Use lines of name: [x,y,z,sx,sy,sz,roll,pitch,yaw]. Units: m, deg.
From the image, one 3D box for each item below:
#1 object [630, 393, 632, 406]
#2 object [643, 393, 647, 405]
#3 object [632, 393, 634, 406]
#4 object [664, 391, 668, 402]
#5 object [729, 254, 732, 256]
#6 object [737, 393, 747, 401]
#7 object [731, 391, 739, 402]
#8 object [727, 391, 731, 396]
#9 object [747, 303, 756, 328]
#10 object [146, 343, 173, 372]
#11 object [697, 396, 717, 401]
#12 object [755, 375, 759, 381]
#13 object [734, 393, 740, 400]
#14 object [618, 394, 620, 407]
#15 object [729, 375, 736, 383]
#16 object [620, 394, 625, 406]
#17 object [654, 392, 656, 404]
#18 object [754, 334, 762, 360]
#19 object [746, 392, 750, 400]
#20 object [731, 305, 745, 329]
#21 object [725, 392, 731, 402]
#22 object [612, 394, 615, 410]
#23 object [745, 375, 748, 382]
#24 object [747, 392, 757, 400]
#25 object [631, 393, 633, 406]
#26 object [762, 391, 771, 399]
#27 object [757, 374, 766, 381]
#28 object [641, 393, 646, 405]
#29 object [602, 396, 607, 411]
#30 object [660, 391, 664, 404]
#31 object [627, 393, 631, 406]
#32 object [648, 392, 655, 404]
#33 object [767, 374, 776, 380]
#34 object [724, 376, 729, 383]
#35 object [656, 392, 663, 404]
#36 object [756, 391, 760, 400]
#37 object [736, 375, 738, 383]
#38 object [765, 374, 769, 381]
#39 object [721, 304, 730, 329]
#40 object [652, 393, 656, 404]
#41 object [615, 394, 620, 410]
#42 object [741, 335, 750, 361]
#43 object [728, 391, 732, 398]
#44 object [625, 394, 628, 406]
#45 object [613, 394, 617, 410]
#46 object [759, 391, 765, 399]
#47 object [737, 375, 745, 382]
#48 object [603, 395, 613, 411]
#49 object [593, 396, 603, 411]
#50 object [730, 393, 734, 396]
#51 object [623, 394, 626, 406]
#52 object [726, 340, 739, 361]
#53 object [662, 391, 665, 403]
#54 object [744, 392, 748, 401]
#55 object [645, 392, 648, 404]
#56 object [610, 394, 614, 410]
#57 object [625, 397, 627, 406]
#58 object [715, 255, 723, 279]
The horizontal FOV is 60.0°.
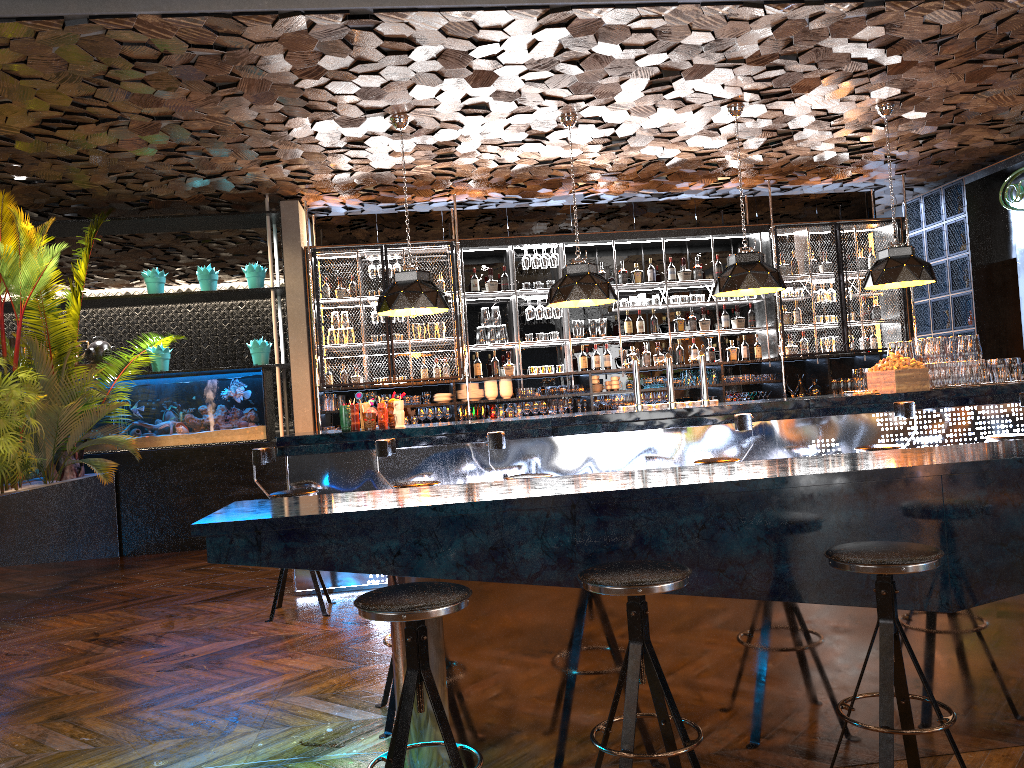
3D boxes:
object: [1.340,0.221,9.958,0.049,0.231,0.049,-4,-1,-3]
object: [1.473,0.212,9.921,0.091,0.229,0.091,-4,-1,15]
object: [1.358,0.217,9.835,0.049,0.231,0.049,-4,-1,-2]
object: [1.732,0.193,9.832,0.091,0.229,0.091,-3,-1,-34]
object: [2.516,-1.337,10.164,0.086,0.298,0.086,-5,-1,43]
object: [2.580,0.176,9.932,0.106,0.148,0.106,-4,-1,12]
object: [2.492,0.170,9.938,0.089,0.174,0.089,-5,-1,44]
object: [2.464,0.175,10.131,0.089,0.174,0.089,-5,-1,44]
object: [2.741,-0.781,10.146,0.086,0.299,0.086,-5,-1,43]
object: [-3.728,-0.274,9.363,0.265,0.325,0.245,-3,-1,-42]
object: [2.125,0.215,9.964,0.356,0.134,0.206,-4,-1,1]
object: [2.797,-0.068,10.066,0.088,0.070,0.098,-4,-1,17]
object: [2.570,0.179,10.048,0.106,0.148,0.106,-4,-1,26]
object: [1.209,0.228,9.958,0.058,0.234,0.058,-3,-1,-29]
object: [2.462,-0.053,9.897,0.084,0.082,0.084,-4,-1,-5]
object: [1.217,0.225,9.773,0.058,0.234,0.058,-4,-1,-3]
object: [1.614,0.205,10.048,0.091,0.229,0.091,-3,-1,-38]
object: [2.810,-0.420,10.140,0.080,0.299,0.080,-4,-1,-4]
object: [2.684,0.171,10.062,0.106,0.148,0.106,-4,-1,22]
object: [2.575,-0.759,10.111,0.123,0.279,0.123,-4,-1,-17]
object: [2.392,0.175,9.867,0.089,0.174,0.089,-5,-1,44]
object: [1.146,0.232,9.915,0.058,0.234,0.058,-3,-1,-31]
object: [2.649,-0.065,10.014,0.084,0.082,0.084,-4,-1,0]
object: [2.696,0.168,9.946,0.106,0.148,0.106,-4,-1,4]
object: [1.356,0.219,9.901,0.049,0.231,0.049,-4,-1,2]
object: [2.863,0.155,9.942,0.107,0.152,0.107,-4,-1,20]
object: [2.806,-0.070,9.969,0.088,0.070,0.098,-5,-1,29]
object: [1.443,0.212,9.799,0.091,0.229,0.091,-4,-1,-20]
object: [1.052,0.241,9.881,0.108,0.227,0.108,-3,-1,-42]
object: [1.663,0.199,9.939,0.091,0.229,0.091,-4,-1,-13]
object: [1.288,0.221,9.762,0.049,0.231,0.049,-4,-1,6]
object: [1.545,0.205,9.815,0.091,0.229,0.091,-5,-1,41]
object: [2.911,-0.079,9.930,0.088,0.070,0.098,-4,-1,4]
object: [2.382,-0.048,9.891,0.084,0.082,0.084,-4,-1,-14]
object: [1.636,0.199,9.823,0.091,0.229,0.091,-4,-1,21]
object: [2.832,0.161,10.186,0.107,0.152,0.107,-4,-1,0]
object: [2.567,-0.059,10.005,0.084,0.082,0.084,-4,-1,21]
object: [2.899,-0.076,10.028,0.098,0.070,0.088,-4,-1,21]
object: [2.432,-0.760,10.117,0.086,0.298,0.086,-5,-1,43]
object: [1.569,0.206,9.931,0.091,0.229,0.091,-4,-1,26]
object: [1.161,0.228,9.758,0.058,0.234,0.058,-5,-1,37]
object: [2.663,-0.410,10.139,0.086,0.298,0.086,-5,-1,43]
object: [2.460,0.174,10.032,0.089,0.174,0.089,-5,-1,44]
object: [1.283,0.222,9.828,0.049,0.231,0.049,-4,-1,3]
object: [1.154,0.230,9.843,0.058,0.234,0.058,-4,-1,17]
object: [2.850,0.158,10.058,0.107,0.152,0.107,-4,-1,8]
object: [2.559,-0.060,9.906,0.084,0.082,0.084,-4,-1,12]
object: [1.061,0.238,9.763,0.108,0.227,0.108,-3,-1,-36]
object: [0.947,0.246,9.750,0.108,0.227,0.108,-4,-1,-15]
object: [2.556,0.182,10.165,0.106,0.148,0.106,-4,-1,13]
object: [1.271,0.226,9.954,0.049,0.231,0.049,-4,-1,-17]
object: [2.514,-0.375,10.107,0.151,0.248,0.094,-4,-1,3]
object: [1.713,0.198,10.062,0.091,0.229,0.091,-4,-1,-8]
object: [2.670,0.174,10.176,0.106,0.148,0.106,-5,-1,33]
object: [1.518,0.211,10.040,0.091,0.229,0.091,-3,-1,-44]
object: [1.137,0.234,9.999,0.058,0.234,0.058,-4,-1,-4]
object: [1.283,0.223,9.890,0.049,0.231,0.049,-5,-1,30]
object: [2.356,-1.327,10.119,0.086,0.299,0.086,-5,-1,43]
